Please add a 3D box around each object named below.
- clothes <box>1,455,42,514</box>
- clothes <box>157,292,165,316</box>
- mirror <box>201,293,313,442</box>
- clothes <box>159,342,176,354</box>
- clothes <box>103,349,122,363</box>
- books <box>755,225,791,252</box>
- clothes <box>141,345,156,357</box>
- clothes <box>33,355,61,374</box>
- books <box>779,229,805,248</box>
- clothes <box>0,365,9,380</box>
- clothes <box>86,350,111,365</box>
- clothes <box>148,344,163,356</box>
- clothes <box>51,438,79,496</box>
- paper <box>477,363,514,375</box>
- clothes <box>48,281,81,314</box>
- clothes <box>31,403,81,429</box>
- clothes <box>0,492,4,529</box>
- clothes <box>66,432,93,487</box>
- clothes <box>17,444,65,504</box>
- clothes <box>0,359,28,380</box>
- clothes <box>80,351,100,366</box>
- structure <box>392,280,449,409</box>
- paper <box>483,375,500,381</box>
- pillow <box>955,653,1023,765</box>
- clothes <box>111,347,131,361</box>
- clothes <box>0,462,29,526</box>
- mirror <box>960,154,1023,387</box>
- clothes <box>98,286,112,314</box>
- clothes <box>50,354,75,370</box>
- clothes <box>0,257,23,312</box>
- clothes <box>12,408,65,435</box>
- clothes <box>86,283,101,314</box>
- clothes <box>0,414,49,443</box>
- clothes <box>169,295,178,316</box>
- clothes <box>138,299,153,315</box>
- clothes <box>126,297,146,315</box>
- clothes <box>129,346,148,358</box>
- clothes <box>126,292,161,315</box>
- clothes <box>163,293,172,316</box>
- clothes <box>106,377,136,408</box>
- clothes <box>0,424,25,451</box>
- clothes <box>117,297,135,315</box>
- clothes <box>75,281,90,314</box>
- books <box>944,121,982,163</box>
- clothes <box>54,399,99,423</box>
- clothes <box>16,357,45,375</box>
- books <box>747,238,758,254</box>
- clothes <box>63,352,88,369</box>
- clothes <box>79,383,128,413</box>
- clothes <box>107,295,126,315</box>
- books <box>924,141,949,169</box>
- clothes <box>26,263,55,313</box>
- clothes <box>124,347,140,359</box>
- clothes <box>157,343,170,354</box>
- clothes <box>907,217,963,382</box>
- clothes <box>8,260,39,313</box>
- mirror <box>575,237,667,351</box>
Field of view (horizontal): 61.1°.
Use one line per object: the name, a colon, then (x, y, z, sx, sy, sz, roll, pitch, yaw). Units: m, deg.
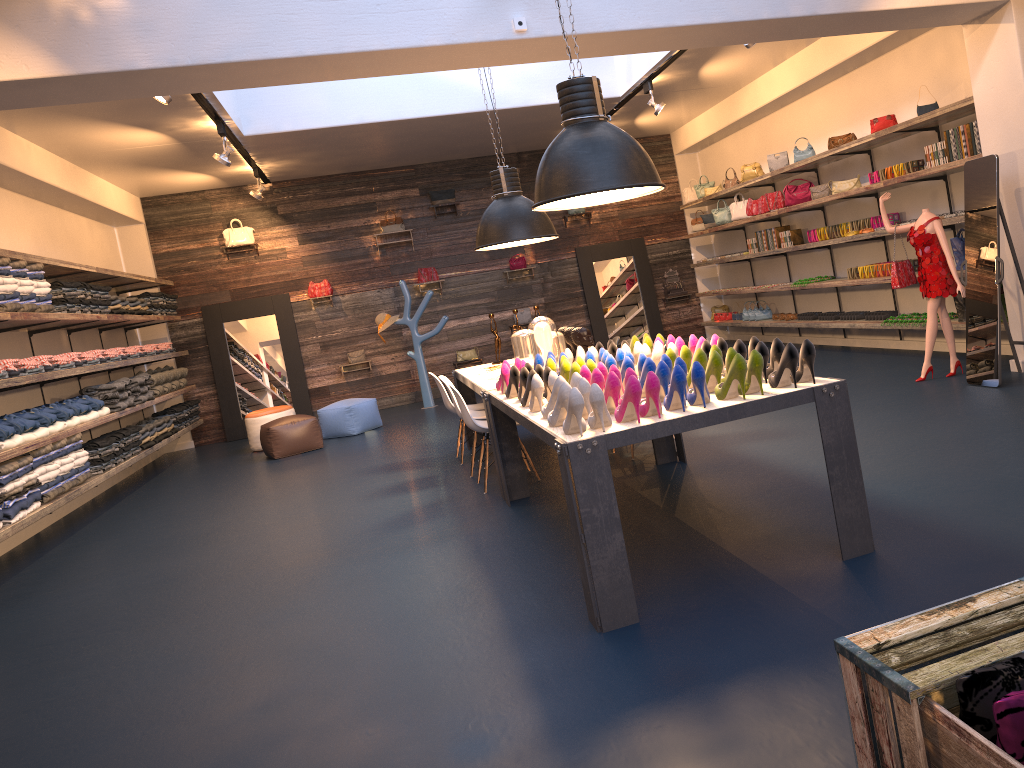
clothes: (-3.566, 0.732, 6.207, 0.260, 0.410, 0.312, -11, 4, -5)
clothes: (-4.562, -0.988, 10.959, 0.390, 0.298, 0.301, -12, 5, -24)
mirror: (-3.588, -0.251, 12.306, 1.212, 1.913, 0.255, -11, 4, -16)
clothes: (-4.613, -0.458, 11.410, 0.337, 0.154, 0.334, -11, 6, -17)
clothes: (-4.259, -0.270, 8.983, 0.346, 0.159, 0.324, -9, 5, 8)
books: (3.561, -1.973, 11.814, 0.249, 0.287, 0.613, -11, 5, -11)
clothes: (-4.479, -0.373, 10.397, 0.346, 0.159, 0.324, -9, 5, 8)
clothes: (-3.962, -0.151, 7.209, 0.337, 0.154, 0.334, -11, 6, -17)
books: (3.652, -1.901, 11.351, 0.189, 0.212, 0.316, -11, 5, -11)
clothes: (-3.827, -0.066, 6.196, 0.346, 0.159, 0.324, -9, 5, 8)
clothes: (-4.178, -0.253, 8.604, 0.337, 0.154, 0.334, -11, 6, -17)
clothes: (-4.507, -0.408, 10.722, 0.337, 0.154, 0.334, -11, 6, -17)
clothes: (-3.665, 0.665, 6.878, 0.271, 0.454, 0.333, -10, 4, 2)
paper: (-0.117, -0.135, 7.349, 0.338, 0.014, 0.715, -10, 6, 0)
clothes: (-4.049, -0.754, 7.723, 0.384, 0.298, 0.315, -11, 5, -10)
clothes: (-3.897, 0.291, 7.233, 0.443, 0.240, 0.411, -11, 5, -13)
clothes: (-3.466, 0.779, 5.560, 0.260, 0.410, 0.312, -11, 4, -5)
clothes: (-3.719, 0.640, 7.222, 0.271, 0.454, 0.333, -10, 4, 2)
clothes: (-3.617, 0.688, 6.565, 0.271, 0.454, 0.333, -10, 4, 2)
clothes: (-3.855, -0.100, 6.522, 0.337, 0.154, 0.334, -11, 6, -17)
clothes: (-4.150, -0.218, 8.278, 0.346, 0.159, 0.324, -9, 5, 8)
structure: (-1.282, -0.566, 12.074, 0.935, 1.803, 0.178, -9, 4, 10)
paper: (0.077, -0.100, 6.663, 0.310, 0.014, 0.776, -6, 6, 30)
pillow: (0.939, 0.595, 1.409, 0.373, 0.348, 0.419, -11, 5, -12)
clothes: (-4.287, -0.304, 9.308, 0.337, 0.154, 0.334, -11, 6, -17)
clothes: (-3.491, 0.750, 5.900, 0.260, 0.410, 0.312, -11, 4, -5)
mirror: (3.784, -0.899, 6.845, 0.547, 1.761, 0.484, -11, 4, -13)
clothes: (-4.205, -0.820, 8.655, 0.361, 0.298, 0.300, -11, 5, -6)
clothes: (-4.044, -0.168, 7.591, 0.346, 0.159, 0.324, -9, 5, 8)
clothes: (-3.891, -0.727, 6.477, 0.271, 0.454, 0.333, -10, 4, 2)
clothes: (-3.836, 0.319, 6.841, 0.443, 0.240, 0.411, -11, 5, -13)
clothes: (-4.156, -0.797, 8.342, 0.368, 0.298, 0.294, -11, 5, -13)
clothes: (-3.777, 0.348, 6.458, 0.423, 0.240, 0.432, -10, 5, 4)
clothes: (-4.659, -1.034, 11.584, 0.361, 0.298, 0.300, -11, 5, -6)
clothes: (-4.514, -0.905, 10.266, 0.437, 0.251, 0.331, -11, 5, -15)
clothes: (-4.457, -0.877, 9.887, 0.422, 0.251, 0.343, -10, 5, -3)
clothes: (-4.394, -0.354, 9.996, 0.337, 0.154, 0.334, -11, 6, -17)
clothes: (-4.503, -0.968, 10.651, 0.384, 0.298, 0.315, -11, 5, -10)
clothes: (-4.610, -1.011, 11.271, 0.368, 0.298, 0.294, -11, 5, -13)
clothes: (-4.059, 0.115, 8.846, 0.416, 0.317, 0.335, -12, 5, -26)
clothes: (-3.711, 0.378, 6.035, 0.443, 0.240, 0.411, -11, 5, -13)
clothes: (-4.394, -0.848, 9.490, 0.437, 0.251, 0.331, -11, 5, -15)
clothes: (-4.108, -0.774, 8.031, 0.390, 0.298, 0.301, -12, 5, -24)
books: (4.050, -2.121, 7.519, 0.249, 0.287, 0.613, -11, 5, -11)
clothes: (-3.963, 0.260, 7.656, 0.423, 0.240, 0.432, -10, 5, 4)
clothes: (-3.934, -0.116, 6.884, 0.346, 0.159, 0.324, -9, 5, 8)
books: (3.468, -1.961, 12.260, 0.187, 0.209, 0.306, -11, 5, -10)
clothes: (-4.071, -0.202, 7.916, 0.337, 0.154, 0.334, -11, 6, -17)
clothes: (-3.992, 0.147, 8.488, 0.398, 0.302, 0.329, -12, 5, -24)
clothes: (-4.337, -0.820, 9.112, 0.422, 0.251, 0.343, -10, 5, -3)
books: (3.957, -2.109, 7.964, 0.187, 0.209, 0.306, -11, 5, -10)
clothes: (-3.993, -0.775, 7.133, 0.271, 0.454, 0.333, -10, 4, 2)
clothes: (-4.366, -0.320, 9.670, 0.346, 0.159, 0.324, -9, 5, 8)
clothes: (-4.585, -0.424, 11.085, 0.346, 0.159, 0.324, -9, 5, 8)
clothes: (3.642, -0.737, 7.456, 0.495, 1.382, 0.323, -12, 4, -26)
clothes: (-3.939, -0.750, 6.789, 0.271, 0.454, 0.333, -10, 4, 2)
mirror: (1.764, -1.333, 13.950, 1.212, 1.913, 0.255, -11, 4, -16)
